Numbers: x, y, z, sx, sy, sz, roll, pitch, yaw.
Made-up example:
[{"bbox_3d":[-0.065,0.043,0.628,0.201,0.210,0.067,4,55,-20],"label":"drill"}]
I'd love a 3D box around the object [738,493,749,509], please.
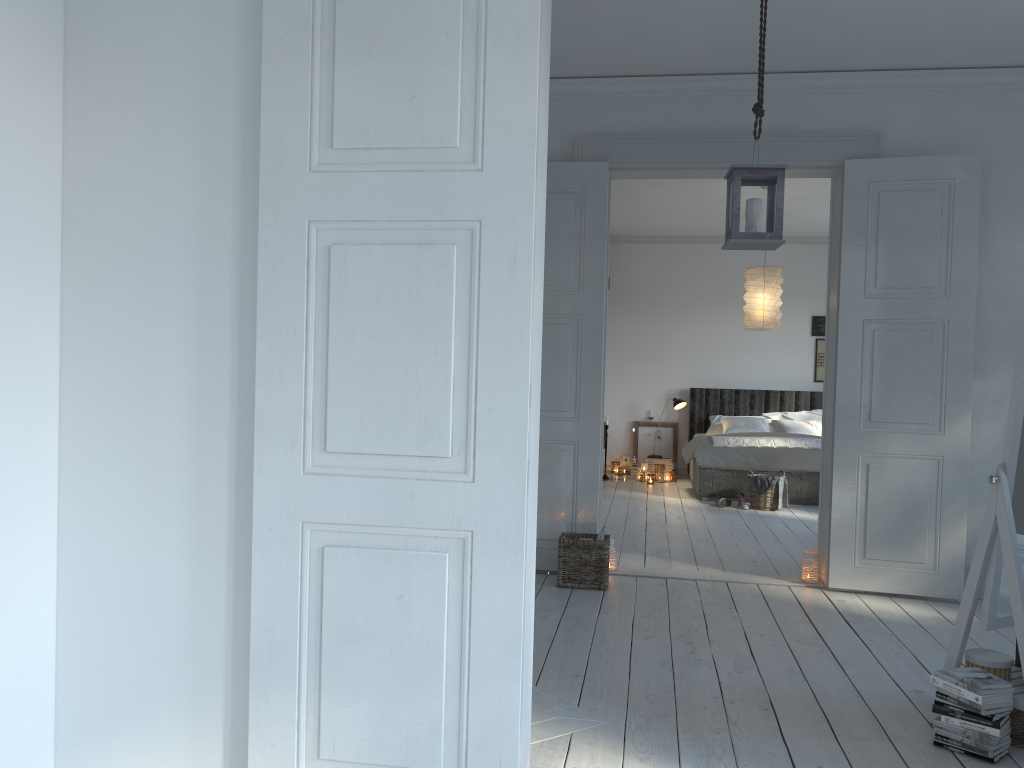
[{"bbox_3d":[2.083,1.057,7.976,0.083,0.122,0.222,2,1,8],"label":"object"}]

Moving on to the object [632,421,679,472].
[{"bbox_3d":[1.703,0.764,10.535,0.528,0.630,0.082,2,2,9],"label":"object"}]

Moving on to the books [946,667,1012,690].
[{"bbox_3d":[1.456,0.918,2.769,0.111,0.014,0.156,1,1,-12],"label":"books"}]

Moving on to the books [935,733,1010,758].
[{"bbox_3d":[1.444,1.119,2.783,0.128,0.016,0.176,1,1,-40],"label":"books"}]

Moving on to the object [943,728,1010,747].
[{"bbox_3d":[1.452,1.087,2.772,0.111,0.014,0.156,1,1,-38],"label":"object"}]

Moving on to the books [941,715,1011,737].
[{"bbox_3d":[1.454,1.054,2.779,0.167,0.022,0.128,2,1,43],"label":"books"}]

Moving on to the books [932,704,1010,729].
[{"bbox_3d":[1.443,1.030,2.788,0.193,0.022,0.128,2,1,41],"label":"books"}]

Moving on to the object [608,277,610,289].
[{"bbox_3d":[1.089,-1.219,10.323,0.117,0.506,0.105,1,2,-18],"label":"object"}]

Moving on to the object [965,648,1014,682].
[{"bbox_3d":[1.579,0.934,2.938,0.142,0.074,0.142,1,1,-7],"label":"object"}]

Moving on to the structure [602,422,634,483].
[{"bbox_3d":[0.767,-0.278,10.121,0.800,2.837,1.247,0,2,-36],"label":"structure"}]

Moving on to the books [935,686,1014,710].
[{"bbox_3d":[1.449,0.977,2.781,0.128,0.016,0.180,1,1,-20],"label":"books"}]

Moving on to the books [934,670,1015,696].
[{"bbox_3d":[1.449,0.934,2.783,0.132,0.017,0.186,1,1,-18],"label":"books"}]

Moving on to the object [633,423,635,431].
[{"bbox_3d":[1.451,0.502,10.578,0.024,0.127,0.023,1,2,-8],"label":"object"}]

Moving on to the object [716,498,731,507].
[{"bbox_3d":[1.893,1.069,8.052,0.120,0.084,0.222,2,1,38],"label":"object"}]

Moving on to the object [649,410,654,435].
[{"bbox_3d":[1.656,0.461,10.560,0.067,0.320,0.067,1,2,-32],"label":"object"}]

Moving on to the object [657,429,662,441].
[{"bbox_3d":[1.757,0.558,10.531,0.062,0.228,0.063,3,2,33],"label":"object"}]

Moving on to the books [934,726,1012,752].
[{"bbox_3d":[1.445,1.102,2.785,0.128,0.016,0.180,1,1,-36],"label":"books"}]

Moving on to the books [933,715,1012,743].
[{"bbox_3d":[1.446,1.074,2.785,0.132,0.017,0.186,1,1,-44],"label":"books"}]

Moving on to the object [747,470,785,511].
[{"bbox_3d":[2.270,0.947,7.950,0.319,0.351,0.319,3,1,41],"label":"object"}]

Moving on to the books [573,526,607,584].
[{"bbox_3d":[0.408,0.933,4.850,0.201,0.300,0.179,2,1,9],"label":"books"}]

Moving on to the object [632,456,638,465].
[{"bbox_3d":[1.466,0.855,10.553,0.062,0.221,0.028,2,2,4],"label":"object"}]

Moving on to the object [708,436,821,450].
[{"bbox_3d":[2.611,0.563,8.422,1.460,0.104,0.405,2,1,9],"label":"object"}]

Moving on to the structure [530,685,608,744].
[{"bbox_3d":[-0.381,-0.235,2.838,1.248,2.829,0.800,1,2,-36],"label":"structure"}]

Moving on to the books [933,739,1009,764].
[{"bbox_3d":[1.439,1.136,2.782,0.128,0.016,0.178,1,1,-43],"label":"books"}]

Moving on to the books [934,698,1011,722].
[{"bbox_3d":[1.443,1.010,2.778,0.128,0.016,0.178,1,1,-38],"label":"books"}]

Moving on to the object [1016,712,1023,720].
[{"bbox_3d":[1.829,1.089,2.993,0.185,0.140,0.295,1,1,-19],"label":"object"}]

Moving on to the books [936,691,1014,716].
[{"bbox_3d":[1.448,0.993,2.779,0.128,0.016,0.176,1,1,-25],"label":"books"}]

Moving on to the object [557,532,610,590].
[{"bbox_3d":[0.394,0.966,4.854,0.270,0.265,0.223,2,1,9],"label":"object"}]

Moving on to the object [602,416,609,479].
[{"bbox_3d":[1.056,0.707,9.950,0.091,0.719,0.091,2,2,18],"label":"object"}]

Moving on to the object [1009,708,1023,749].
[{"bbox_3d":[1.629,1.084,2.916,0.185,0.140,0.295,1,1,-19],"label":"object"}]

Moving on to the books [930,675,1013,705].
[{"bbox_3d":[1.442,0.955,2.788,0.128,0.026,0.200,1,1,-20],"label":"books"}]

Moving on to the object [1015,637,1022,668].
[{"bbox_3d":[1.849,0.927,3.031,0.165,0.103,0.155,1,1,-26],"label":"object"}]
